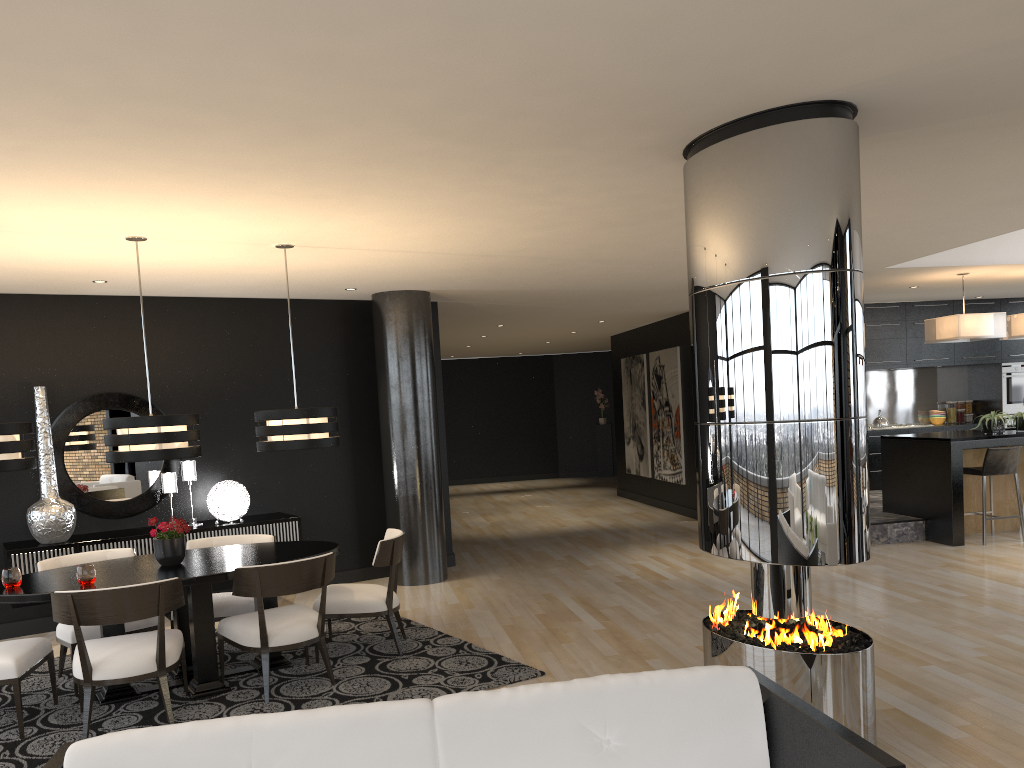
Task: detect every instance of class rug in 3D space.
[{"bbox_3d":[-2.095,1.872,5.440,3.710,0.011,2.719,-2,-2,-32],"label":"rug"}]

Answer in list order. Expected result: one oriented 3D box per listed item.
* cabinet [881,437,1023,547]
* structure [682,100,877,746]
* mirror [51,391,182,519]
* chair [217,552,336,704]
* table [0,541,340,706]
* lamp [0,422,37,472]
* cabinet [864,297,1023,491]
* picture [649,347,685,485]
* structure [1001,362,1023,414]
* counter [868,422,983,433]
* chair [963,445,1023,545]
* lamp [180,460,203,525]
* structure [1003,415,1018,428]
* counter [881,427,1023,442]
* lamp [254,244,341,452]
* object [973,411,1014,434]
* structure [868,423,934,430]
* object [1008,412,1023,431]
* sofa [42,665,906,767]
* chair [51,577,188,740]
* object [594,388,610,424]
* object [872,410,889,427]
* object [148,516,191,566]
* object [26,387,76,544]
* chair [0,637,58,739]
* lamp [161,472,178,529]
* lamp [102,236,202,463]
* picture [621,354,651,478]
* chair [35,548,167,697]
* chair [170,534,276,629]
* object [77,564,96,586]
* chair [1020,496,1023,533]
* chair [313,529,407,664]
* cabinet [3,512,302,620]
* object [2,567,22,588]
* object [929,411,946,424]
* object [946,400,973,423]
[{"bbox_3d":[5.751,1.027,9.514,3.111,1.042,1.177,-3,1,-10],"label":"cabinet"},{"bbox_3d":[1.186,0.278,3.967,0.585,2.754,0.890,-5,4,-22],"label":"structure"},{"bbox_3d":[-3.337,0.600,7.423,1.072,1.082,0.025,-4,4,-32],"label":"mirror"},{"bbox_3d":[-1.396,1.430,5.301,0.640,0.809,0.616,-5,2,-39],"label":"chair"},{"bbox_3d":[-2.056,1.489,5.436,2.099,0.772,1.209,-3,0,-30],"label":"table"},{"bbox_3d":[-2.956,-0.179,4.817,0.533,1.335,0.535,-5,4,-33],"label":"lamp"},{"bbox_3d":[5.295,0.173,12.273,5.721,2.538,0.725,-3,3,-10],"label":"cabinet"},{"bbox_3d":[2.215,0.453,12.535,0.077,1.881,1.151,-4,2,-10],"label":"picture"},{"bbox_3d":[7.111,0.050,12.255,0.700,0.710,0.085,-3,4,-10],"label":"structure"},{"bbox_3d":[5.315,0.630,12.328,2.858,0.034,0.729,-3,-2,-10],"label":"counter"},{"bbox_3d":[4.806,1.103,8.886,0.475,0.968,0.517,-4,3,-10],"label":"chair"},{"bbox_3d":[-2.740,0.928,7.525,0.132,0.552,0.124,-2,4,20],"label":"lamp"},{"bbox_3d":[7.151,0.772,12.304,0.700,0.710,0.085,-3,4,-10],"label":"structure"},{"bbox_3d":[5.721,0.491,9.478,3.111,0.032,1.178,-3,-2,-10],"label":"counter"},{"bbox_3d":[-1.436,-0.238,5.764,0.533,1.335,0.535,-5,4,-33],"label":"lamp"},{"bbox_3d":[4.906,0.390,9.070,0.407,0.240,0.396,-3,0,15],"label":"object"},{"bbox_3d":[5.317,0.606,12.307,0.899,0.067,0.519,-3,-2,-10],"label":"structure"},{"bbox_3d":[5.314,0.368,9.114,0.398,0.240,0.405,-3,0,15],"label":"object"},{"bbox_3d":[-0.153,1.277,2.235,2.030,0.807,0.836,-3,1,-10],"label":"sofa"},{"bbox_3d":[-2.109,1.457,4.815,0.641,0.809,0.615,-4,2,-22],"label":"chair"},{"bbox_3d":[1.970,0.487,19.246,0.339,0.790,0.227,-2,4,19],"label":"object"},{"bbox_3d":[5.076,0.468,12.178,0.220,0.231,0.221,-4,1,-17],"label":"object"},{"bbox_3d":[-2.084,0.955,5.382,0.237,0.299,0.228,-4,2,-30],"label":"object"},{"bbox_3d":[-3.604,0.627,6.842,0.342,1.214,0.342,-5,4,-23],"label":"object"},{"bbox_3d":[-2.944,1.505,4.857,0.615,0.809,0.641,-4,2,-12],"label":"chair"},{"bbox_3d":[-2.854,0.973,7.385,0.124,0.467,0.131,-4,4,-10],"label":"lamp"},{"bbox_3d":[-2.196,-0.209,5.290,0.533,1.335,0.535,-5,4,-33],"label":"lamp"},{"bbox_3d":[1.971,0.505,13.918,0.077,1.881,1.151,-4,2,-10],"label":"picture"},{"bbox_3d":[-2.656,1.513,5.720,0.616,0.809,0.640,-1,3,43],"label":"chair"},{"bbox_3d":[-1.962,1.485,6.110,0.642,0.809,0.614,-3,2,-4],"label":"chair"},{"bbox_3d":[-2.339,1.049,4.850,0.095,0.106,0.095,-4,2,-21],"label":"object"},{"bbox_3d":[5.579,1.063,9.020,0.475,0.968,0.517,-4,3,-10],"label":"chair"},{"bbox_3d":[-1.009,1.428,6.010,0.616,0.809,0.640,-3,2,-4],"label":"chair"},{"bbox_3d":[-2.921,1.593,7.377,2.230,0.770,0.610,-3,1,-32],"label":"cabinet"},{"bbox_3d":[-2.771,1.075,4.890,0.095,0.106,0.095,-3,2,24],"label":"object"},{"bbox_3d":[6.103,0.479,12.662,0.204,0.206,0.184,-3,1,-9],"label":"object"},{"bbox_3d":[6.465,0.402,12.745,0.365,0.317,0.113,-3,3,-10],"label":"object"}]
